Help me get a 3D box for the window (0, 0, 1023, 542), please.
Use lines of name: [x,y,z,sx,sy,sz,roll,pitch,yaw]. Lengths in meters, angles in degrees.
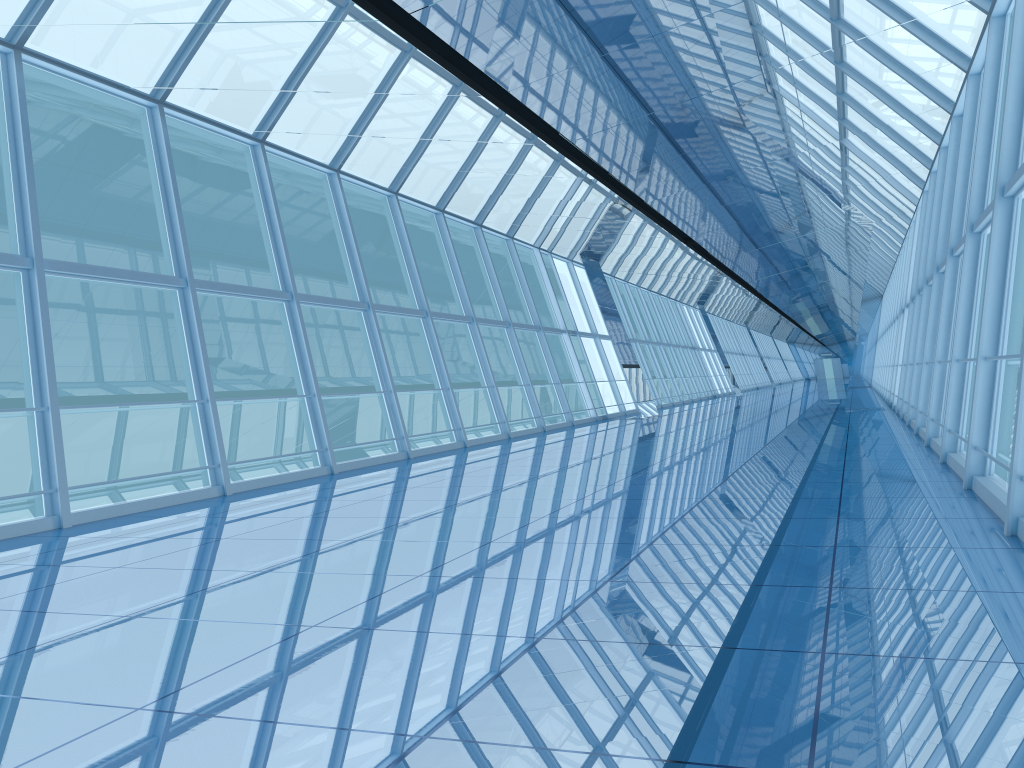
window: [15.713,-2.102,46.651,9.808,4.924,107.137,-4,-1,22]
